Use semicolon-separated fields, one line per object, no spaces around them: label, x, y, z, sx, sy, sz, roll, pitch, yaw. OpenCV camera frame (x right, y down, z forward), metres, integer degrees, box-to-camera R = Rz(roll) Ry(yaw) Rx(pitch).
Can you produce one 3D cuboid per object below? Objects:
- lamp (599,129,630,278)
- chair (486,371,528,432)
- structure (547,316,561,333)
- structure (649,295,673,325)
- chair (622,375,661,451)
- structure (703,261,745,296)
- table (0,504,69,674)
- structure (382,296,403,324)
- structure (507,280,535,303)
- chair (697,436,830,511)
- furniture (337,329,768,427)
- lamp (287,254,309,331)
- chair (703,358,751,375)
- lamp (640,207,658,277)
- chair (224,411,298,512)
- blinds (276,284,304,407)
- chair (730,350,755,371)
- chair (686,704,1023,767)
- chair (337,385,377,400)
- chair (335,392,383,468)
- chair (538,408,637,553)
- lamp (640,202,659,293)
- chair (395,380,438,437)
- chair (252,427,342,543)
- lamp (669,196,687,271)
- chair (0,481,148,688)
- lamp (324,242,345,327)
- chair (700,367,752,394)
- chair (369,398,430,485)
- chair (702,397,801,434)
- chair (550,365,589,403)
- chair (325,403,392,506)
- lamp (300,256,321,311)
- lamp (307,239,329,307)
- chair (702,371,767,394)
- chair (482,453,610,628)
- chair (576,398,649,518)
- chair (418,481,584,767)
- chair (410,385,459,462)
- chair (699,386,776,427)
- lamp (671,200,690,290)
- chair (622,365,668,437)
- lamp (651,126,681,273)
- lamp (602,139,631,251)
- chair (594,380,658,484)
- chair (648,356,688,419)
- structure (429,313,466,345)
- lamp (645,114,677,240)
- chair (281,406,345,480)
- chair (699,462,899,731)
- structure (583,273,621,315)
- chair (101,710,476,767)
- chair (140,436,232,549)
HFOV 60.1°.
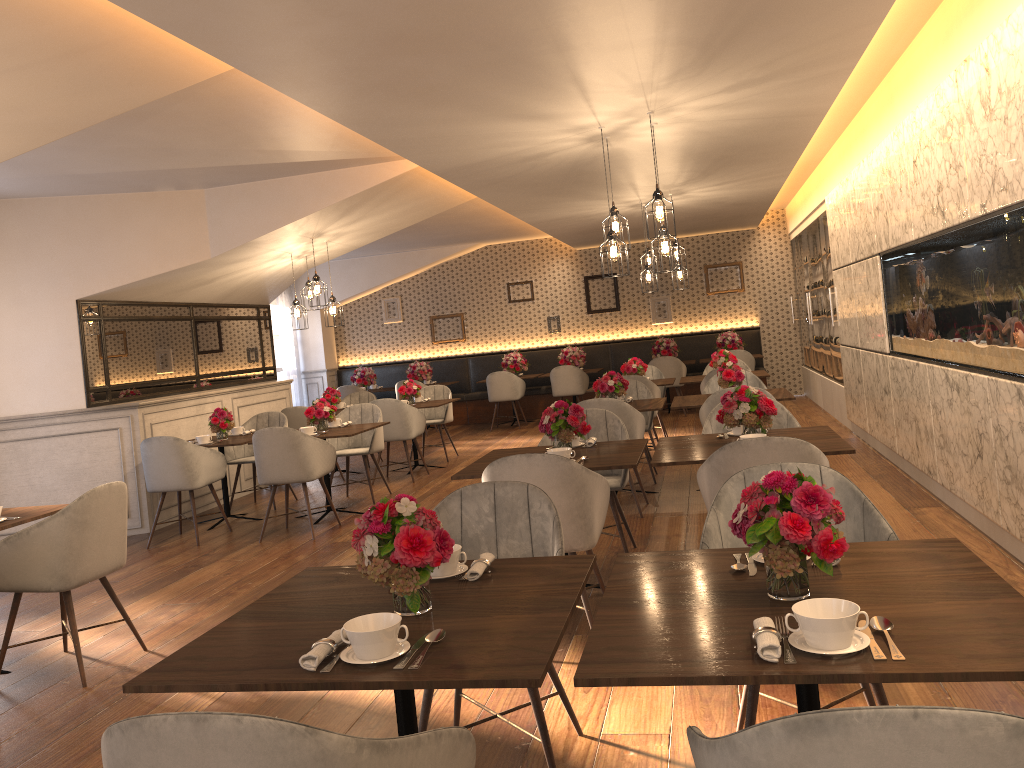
lamp;0.573;-1.728;5.751;0.175;2.071;0.175;-6;0;14
chair;-0.090;0.232;13.123;0.564;0.872;0.527;-6;1;12
structure;0.694;-0.976;14.568;0.216;0.277;0.018;-6;0;12
structure;2.393;-1.184;14.189;0.339;0.440;0.034;-6;0;12
chair;1.225;0.330;8.899;0.564;0.872;0.527;-6;1;12
structure;3.351;-1.665;13.973;0.600;0.485;0.032;-5;0;12
table;-2.757;1.056;4.306;0.895;0.721;0.898;-5;2;12
structure;-2.052;-1.264;15.148;0.339;0.440;0.034;-6;0;12
structure;0.143;-1.527;14.679;0.448;0.345;0.016;-5;0;12
chair;1.091;0.624;3.754;0.564;0.872;0.527;-6;1;12
furniture;0.433;0.008;14.346;7.079;1.082;0.542;-5;1;12
lamp;-2.183;-1.559;8.644;0.175;2.071;0.175;-6;0;14
chair;2.453;0.148;9.990;0.564;0.872;0.527;-6;1;12
lamp;1.423;-2.227;9.779;0.175;2.071;0.175;-6;0;14
chair;-2.368;0.720;8.354;0.564;0.872;0.527;-6;1;12
blinds;-3.662;-0.423;14.668;0.133;2.699;0.619;-6;0;13
chair;3.153;-0.055;12.417;0.564;0.872;0.527;-6;1;12
chair;0.569;0.808;1.333;0.564;0.872;0.527;-6;1;12
chair;-2.400;0.437;13.625;0.564;0.872;0.527;-6;1;12
chair;-1.878;0.548;10.625;0.564;0.872;0.527;-6;1;12
chair;0.453;0.606;5.252;0.564;0.872;0.527;-6;1;12
lamp;1.373;-2.010;9.457;0.175;2.071;0.175;-6;0;14
chair;-1.467;0.354;13.422;0.564;0.872;0.527;-6;1;12
chair;-1.685;0.734;6.846;0.564;0.872;0.527;-6;1;12
lamp;1.627;-2.215;9.192;0.175;2.071;0.175;-6;0;14
chair;-2.104;0.920;4.201;0.525;0.872;0.566;-6;1;12
lamp;-1.840;-1.596;8.699;0.175;2.071;0.175;-6;0;14
chair;2.158;0.248;8.696;0.564;0.872;0.527;-6;1;12
chair;-1.195;0.561;9.117;0.564;0.872;0.527;-6;1;12
chair;1.386;0.524;5.049;0.564;0.872;0.527;-6;1;12
chair;0.843;0.150;12.920;0.564;0.872;0.527;-6;1;12
chair;-1.436;0.638;8.151;0.564;0.872;0.527;-6;1;12
lamp;-2.133;-1.776;8.966;0.175;2.071;0.175;-6;0;14
lamp;-1.929;-1.765;8.378;0.175;2.071;0.175;-6;0;14
chair;1.930;0.332;7.569;0.564;0.872;0.527;-6;1;12
chair;0.158;0.706;3.957;0.564;0.872;0.527;-6;1;12
chair;0.702;0.515;6.477;0.564;0.872;0.527;-6;1;12
chair;-0.069;0.791;2.830;0.564;0.872;0.527;-6;1;12
chair;-0.946;0.465;10.422;0.564;0.872;0.527;-6;1;12
chair;1.635;0.432;6.274;0.564;0.872;0.527;-6;1;12
lamp;1.716;-2.047;9.512;0.175;2.071;0.175;-6;0;14
chair;1.520;0.230;10.193;0.564;0.872;0.527;-6;1;12
lamp;0.916;-1.765;5.805;0.175;2.071;0.175;-6;0;14
lamp;0.623;-1.945;6.072;0.175;2.071;0.175;-6;0;14
chair;0.997;0.415;7.772;0.564;0.872;0.527;-6;1;12
chair;2.220;0.028;12.620;0.564;0.872;0.527;-6;1;12
structure;-1.087;-0.931;14.945;0.600;0.485;0.032;-5;0;12
lamp;0.827;-1.933;5.485;0.175;2.071;0.175;-6;0;14
chair;-2.128;0.644;9.320;0.564;0.872;0.527;-6;1;12
chair;0.864;0.708;2.627;0.564;0.872;0.527;-6;1;12
structure;1.464;-1.466;14.392;0.543;0.632;0.035;-5;0;12
chair;-0.364;0.891;1.536;0.564;0.872;0.527;-6;1;12
chair;-2.618;0.817;7.049;0.564;0.872;0.527;-6;1;12
